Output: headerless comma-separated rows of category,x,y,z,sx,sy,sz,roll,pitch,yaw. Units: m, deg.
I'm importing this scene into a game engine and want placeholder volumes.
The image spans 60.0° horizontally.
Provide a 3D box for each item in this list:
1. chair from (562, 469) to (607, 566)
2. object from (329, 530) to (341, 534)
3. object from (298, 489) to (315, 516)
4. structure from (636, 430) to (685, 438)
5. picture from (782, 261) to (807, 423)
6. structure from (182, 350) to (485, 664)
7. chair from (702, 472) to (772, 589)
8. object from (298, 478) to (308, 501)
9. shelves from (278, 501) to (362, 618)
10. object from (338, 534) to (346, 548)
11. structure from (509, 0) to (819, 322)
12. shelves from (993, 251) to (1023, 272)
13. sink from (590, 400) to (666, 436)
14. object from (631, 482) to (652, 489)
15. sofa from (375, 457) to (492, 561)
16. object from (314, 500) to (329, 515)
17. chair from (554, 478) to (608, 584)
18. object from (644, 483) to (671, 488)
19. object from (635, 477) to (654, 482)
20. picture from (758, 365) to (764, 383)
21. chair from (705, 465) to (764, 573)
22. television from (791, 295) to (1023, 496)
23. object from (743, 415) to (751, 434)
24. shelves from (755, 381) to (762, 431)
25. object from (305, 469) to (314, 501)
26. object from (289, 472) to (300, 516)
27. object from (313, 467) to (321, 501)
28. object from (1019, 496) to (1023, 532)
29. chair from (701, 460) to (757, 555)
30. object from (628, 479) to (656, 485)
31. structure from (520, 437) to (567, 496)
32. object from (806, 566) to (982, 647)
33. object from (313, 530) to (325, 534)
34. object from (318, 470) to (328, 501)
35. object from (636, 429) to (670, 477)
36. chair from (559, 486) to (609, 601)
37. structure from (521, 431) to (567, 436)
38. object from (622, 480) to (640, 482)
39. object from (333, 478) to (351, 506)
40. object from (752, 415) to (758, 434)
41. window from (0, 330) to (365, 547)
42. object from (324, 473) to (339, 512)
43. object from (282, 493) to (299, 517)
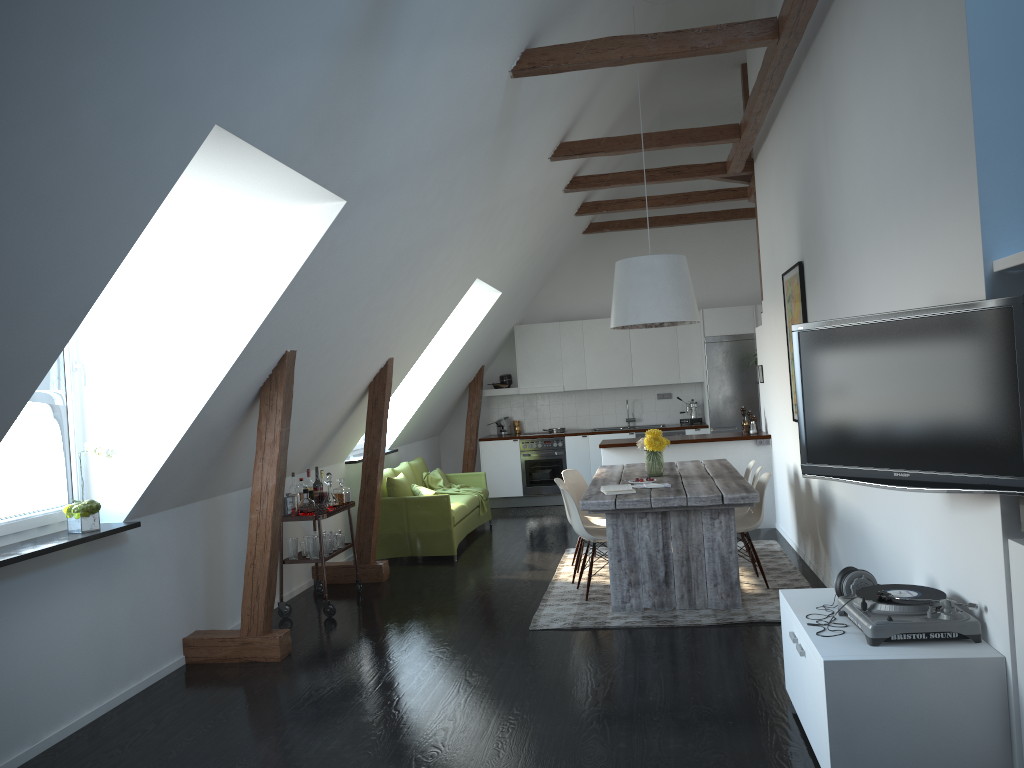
chair,0.722,1.130,7.573,0.542,0.801,0.465,-4,0,35
object,-1.383,1.208,6.959,0.095,0.119,0.095,-4,0,-29
object,-1.483,0.861,6.403,0.087,0.206,0.087,-4,0,34
structure,1.920,0.954,11.357,0.612,0.725,0.582,-4,0,9
picture,2.159,-0.288,6.711,0.036,1.181,0.808,-4,0,9
structure,-1.723,0.719,5.729,1.023,1.963,12.350,-4,0,9
chair,1.647,1.063,6.488,0.542,0.801,0.465,-4,0,5
object,-1.598,0.846,6.759,0.067,0.257,0.099,-4,0,14
shelves,-1.458,1.308,6.716,0.438,0.732,0.803,-4,0,5
object,-1.331,1.215,6.861,0.092,0.099,0.092,-4,0,-14
structure,2.840,-2.398,3.317,10.230,3.562,15.910,-4,0,14
shelves,2.389,-0.450,2.662,1.604,0.038,0.478,-4,0,9
sink,1.512,0.467,11.563,0.963,0.519,0.671,-4,0,9
object,0.942,0.718,6.274,0.182,0.014,0.185,-4,0,-17
sofa,-0.837,1.231,9.208,0.898,0.825,2.093,-4,0,8
object,-1.449,0.916,6.557,0.245,0.092,0.151,-4,0,38
chair,0.631,1.133,7.002,0.542,0.801,0.465,-4,0,10
object,1.022,0.711,6.245,0.182,0.016,0.179,-4,0,3
object,0.964,0.701,6.463,0.132,0.034,0.144,-4,0,-19
picture,2.544,-0.102,9.052,0.023,0.182,0.250,-4,0,9
chair,1.739,1.059,7.016,0.542,0.801,0.465,-4,0,15
television,1.631,0.048,3.322,0.537,0.652,1.005,-4,0,-26
object,2.380,0.412,8.971,0.080,0.192,0.058,-4,0,-7
shelves,2.968,0.228,9.451,0.660,0.553,0.408,-4,0,9
object,-1.586,0.821,6.950,0.081,0.308,0.081,-4,0,1
object,-1.607,0.814,6.555,0.073,0.320,0.073,-4,0,-1
object,-1.497,0.802,6.844,0.080,0.329,0.080,-4,0,-1
object,1.888,0.403,2.708,0.435,0.211,0.496,-4,0,8
chair,1.812,1.056,7.484,0.542,0.801,0.465,-4,0,10
object,0.950,0.714,6.455,0.205,0.024,0.205,-4,0,1
structure,0.458,1.058,11.668,0.583,0.725,0.749,-4,0,9
object,1.467,0.877,3.594,0.558,0.162,0.742,-4,0,6
object,-1.512,1.217,6.976,0.095,0.119,0.095,-4,0,-29
object,-1.442,0.811,6.774,0.081,0.307,0.081,-4,0,14
object,1.108,0.532,6.901,0.233,0.365,0.293,-4,0,-20
chair,0.641,1.131,6.475,0.542,0.801,0.465,-4,0,-5
structure,0.426,0.667,11.656,0.574,0.041,0.504,-4,0,9
object,0.894,0.707,6.457,0.194,0.022,0.019,-4,0,24
object,-1.338,0.850,6.975,0.101,0.211,0.101,-4,0,24
object,2.462,0.411,8.986,0.058,0.184,0.058,-4,0,5
window,0.539,-1.543,5.525,5.959,4.249,8.018,-4,0,9
object,-1.370,0.812,6.678,0.114,0.292,0.114,-4,0,-19
object,-1.612,0.884,6.435,0.135,0.182,0.052,-4,0,-44
